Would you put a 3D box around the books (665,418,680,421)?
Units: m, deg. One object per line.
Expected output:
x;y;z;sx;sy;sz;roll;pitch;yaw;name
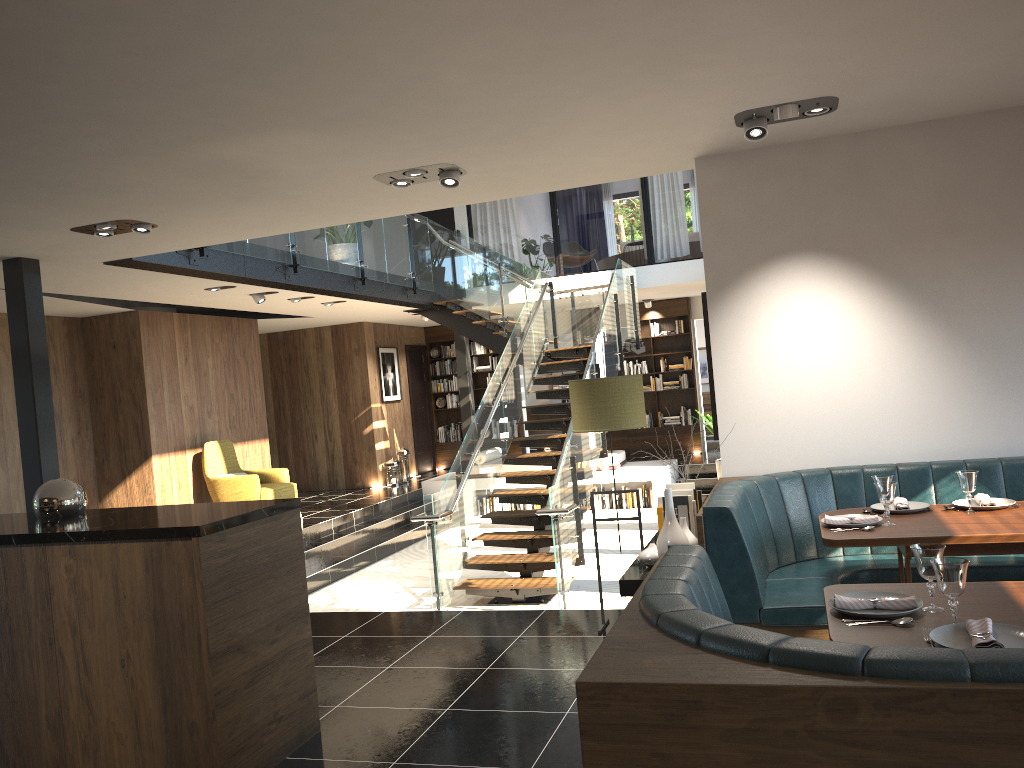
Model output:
2.794;0.610;15.421;0.251;0.026;0.148;-5;0;13;books

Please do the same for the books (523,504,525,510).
0.199;1.803;13.396;0.029;0.271;0.128;-5;1;18;books

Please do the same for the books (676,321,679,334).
2.869;-0.980;15.358;0.031;0.231;0.176;-5;0;18;books

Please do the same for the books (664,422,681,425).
2.798;0.688;15.413;0.286;0.030;0.176;-5;0;16;books

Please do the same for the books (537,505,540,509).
0.420;1.802;13.290;0.028;0.233;0.205;-5;0;18;books

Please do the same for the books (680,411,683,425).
2.942;0.592;15.353;0.026;0.247;0.149;-5;0;18;books

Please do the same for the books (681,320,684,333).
2.947;-0.985;15.314;0.028;0.227;0.165;-5;0;18;books

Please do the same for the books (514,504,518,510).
0.062;1.810;13.418;0.028;0.282;0.172;-5;0;18;books

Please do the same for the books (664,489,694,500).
0.904;0.721;4.755;0.155;0.306;0.032;-5;1;18;books

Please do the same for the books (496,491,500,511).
-0.190;1.804;13.447;0.051;0.338;0.187;-5;1;18;books

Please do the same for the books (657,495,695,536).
0.859;0.731;4.621;0.177;0.294;0.025;-5;1;18;books

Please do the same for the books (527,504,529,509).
0.262;1.810;13.343;0.027;0.246;0.193;-5;0;18;books

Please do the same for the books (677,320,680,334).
2.895;-0.986;15.354;0.023;0.238;0.178;-5;0;18;books

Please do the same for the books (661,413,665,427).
2.632;0.624;15.447;0.026;0.238;0.159;-5;0;18;books

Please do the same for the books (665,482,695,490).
0.956;0.714;4.981;0.160;0.312;0.035;-5;1;18;books

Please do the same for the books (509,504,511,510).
-0.013;1.835;13.486;0.026;0.247;0.149;-5;0;18;books

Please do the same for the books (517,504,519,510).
0.105;1.830;13.419;0.050;0.234;0.149;-5;0;18;books

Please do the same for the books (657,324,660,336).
2.555;-0.942;15.449;0.026;0.213;0.195;-5;0;18;books

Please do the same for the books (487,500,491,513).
-0.336;1.859;13.472;0.027;0.254;0.204;-5;0;18;books

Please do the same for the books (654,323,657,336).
2.513;-0.949;15.477;0.021;0.233;0.147;-5;0;18;books

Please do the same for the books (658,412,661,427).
2.589;0.615;15.482;0.024;0.264;0.174;-5;0;18;books

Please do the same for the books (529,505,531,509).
0.289;1.778;13.350;0.026;0.305;0.187;-5;0;18;books

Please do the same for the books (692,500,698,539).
0.884;0.748;4.704;0.194;0.255;0.034;-5;1;18;books

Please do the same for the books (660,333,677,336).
2.722;-0.863;15.413;0.285;0.025;0.176;-5;0;18;books

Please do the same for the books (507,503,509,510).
-0.050;1.813;13.449;0.020;0.295;0.102;-5;1;18;books

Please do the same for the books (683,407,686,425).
2.993;0.555;15.339;0.027;0.311;0.148;-5;1;18;books

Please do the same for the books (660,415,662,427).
2.611;0.646;15.462;0.025;0.199;0.149;-5;0;18;books

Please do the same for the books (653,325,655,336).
2.487;-0.924;15.474;0.030;0.189;0.152;-5;0;18;books

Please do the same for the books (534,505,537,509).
0.366;1.797;13.342;0.034;0.252;0.151;-5;0;18;books

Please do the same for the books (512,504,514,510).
0.043;1.822;13.433;0.019;0.261;0.182;-5;0;18;books

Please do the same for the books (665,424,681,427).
2.803;0.715;15.422;0.273;0.025;0.156;-5;0;15;books

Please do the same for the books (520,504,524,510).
0.167;1.795;13.388;0.025;0.293;0.205;-5;0;18;books

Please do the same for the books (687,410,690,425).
3.062;0.577;15.317;0.023;0.254;0.191;-5;0;18;books

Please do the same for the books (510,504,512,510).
0.008;1.813;13.477;0.025;0.285;0.137;-5;1;18;books

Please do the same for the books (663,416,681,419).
2.787;0.583;15.407;0.288;0.030;0.175;-5;0;22;books

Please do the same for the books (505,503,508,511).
-0.075;1.827;13.433;0.021;0.271;0.148;-5;1;18;books

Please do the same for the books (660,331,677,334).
2.718;-0.888;15.406;0.288;0.025;0.175;-5;0;14;books

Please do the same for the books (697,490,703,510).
1.000;0.734;4.999;0.156;0.263;0.026;-5;1;18;books

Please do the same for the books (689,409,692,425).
3.081;0.565;15.303;0.025;0.274;0.204;-5;0;18;books

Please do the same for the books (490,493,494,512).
-0.285;1.820;13.459;0.030;0.322;0.202;-5;0;18;books

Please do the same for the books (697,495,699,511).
0.967;0.732;4.915;0.150;0.274;0.025;-5;1;18;books

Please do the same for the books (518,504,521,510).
0.135;1.794;13.384;0.033;0.299;0.195;-5;0;18;books

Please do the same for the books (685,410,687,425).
3.022;0.574;15.341;0.023;0.267;0.147;-5;1;18;books

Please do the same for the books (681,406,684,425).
2.965;0.550;15.346;0.030;0.326;0.195;-5;0;18;books

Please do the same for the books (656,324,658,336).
2.538;-0.943;15.478;0.025;0.217;0.159;-5;0;18;books

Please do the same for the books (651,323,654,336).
2.460;-0.943;15.495;0.031;0.231;0.177;-5;0;18;books

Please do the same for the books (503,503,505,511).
-0.102;1.845;13.428;0.029;0.240;0.165;-5;0;18;books

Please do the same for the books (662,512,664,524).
0.844;0.766;4.544;0.129;0.227;0.026;-5;1;18;books

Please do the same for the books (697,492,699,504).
0.958;0.738;4.947;0.173;0.262;0.030;-5;1;18;books

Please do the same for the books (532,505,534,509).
0.332;1.780;13.336;0.023;0.293;0.157;-5;1;18;books

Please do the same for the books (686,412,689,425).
3.044;0.589;15.331;0.022;0.234;0.178;-5;0;18;books

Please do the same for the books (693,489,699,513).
0.927;0.723;4.808;0.169;0.298;0.032;-5;1;18;books

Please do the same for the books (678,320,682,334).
2.912;-0.983;15.307;0.036;0.228;0.198;-5;0;18;books

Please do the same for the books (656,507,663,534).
0.841;0.755;4.600;0.162;0.250;0.028;-5;1;18;books

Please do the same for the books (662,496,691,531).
0.843;0.725;4.518;0.131;0.307;0.022;-5;1;18;books

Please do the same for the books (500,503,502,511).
-0.151;1.828;13.436;0.025;0.282;0.149;-5;1;18;books

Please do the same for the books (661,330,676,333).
2.723;-0.911;15.428;0.246;0.021;0.148;-5;0;17;books

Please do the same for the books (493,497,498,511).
-0.231;1.822;13.440;0.028;0.309;0.211;-5;0;18;books

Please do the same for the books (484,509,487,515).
-0.391;1.855;13.499;0.035;0.273;0.200;-5;0;18;books
